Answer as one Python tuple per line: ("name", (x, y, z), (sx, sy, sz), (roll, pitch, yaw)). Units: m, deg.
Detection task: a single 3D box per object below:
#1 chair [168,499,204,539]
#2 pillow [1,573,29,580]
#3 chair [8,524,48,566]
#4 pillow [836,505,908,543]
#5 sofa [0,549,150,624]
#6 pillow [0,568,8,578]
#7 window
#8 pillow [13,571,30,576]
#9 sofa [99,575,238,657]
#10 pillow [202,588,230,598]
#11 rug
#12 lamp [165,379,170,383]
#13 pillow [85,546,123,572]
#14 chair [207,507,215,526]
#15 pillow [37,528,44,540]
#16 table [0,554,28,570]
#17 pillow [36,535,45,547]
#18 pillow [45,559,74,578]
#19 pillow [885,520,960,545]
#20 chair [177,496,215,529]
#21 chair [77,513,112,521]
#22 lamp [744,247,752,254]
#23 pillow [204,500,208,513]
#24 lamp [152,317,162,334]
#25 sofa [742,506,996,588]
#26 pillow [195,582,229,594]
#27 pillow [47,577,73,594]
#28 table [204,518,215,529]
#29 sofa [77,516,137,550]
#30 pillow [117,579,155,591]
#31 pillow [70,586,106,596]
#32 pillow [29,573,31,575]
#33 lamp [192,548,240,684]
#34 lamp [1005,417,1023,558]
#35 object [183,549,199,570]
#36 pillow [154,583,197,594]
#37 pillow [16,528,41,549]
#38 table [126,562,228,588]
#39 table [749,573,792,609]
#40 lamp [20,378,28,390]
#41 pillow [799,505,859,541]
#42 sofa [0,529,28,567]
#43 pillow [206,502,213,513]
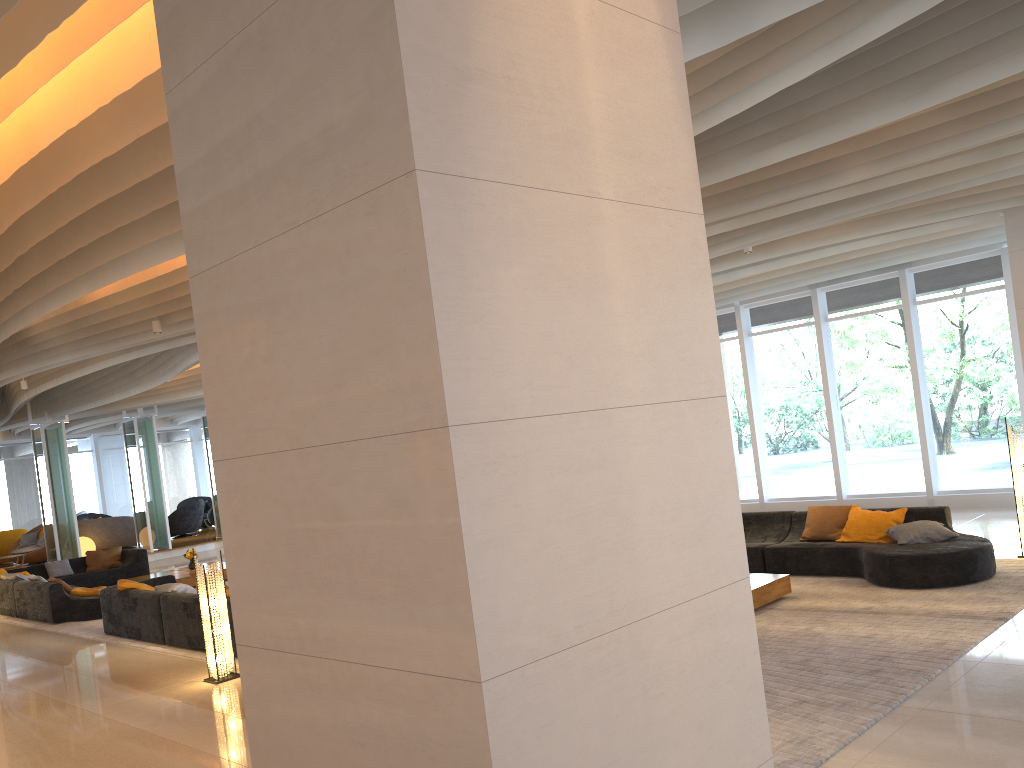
("chair", (-9.267, 3.792, 24.910), (1.127, 1.005, 1.531), (-8, -2, 18))
("pillow", (-7.803, 3.194, 14.252), (0.643, 0.376, 0.554), (-9, -3, 40))
("chair", (-11.759, 3.940, 21.991), (1.500, 1.005, 1.151), (-9, -2, 32))
("pillow", (3.682, 1.452, 9.078), (0.481, 0.402, 0.599), (-6, -3, -38))
("sofa", (-6.831, 3.250, 14.814), (2.865, 0.653, 5.021), (-4, -5, -45))
("pillow", (-9.043, 3.429, 15.636), (0.339, 0.316, 0.412), (-8, -2, 17))
("window", (-0.819, 1.050, 16.376), (54.200, 3.218, 22.281), (-8, -3, 10))
("pillow", (-8.006, 3.228, 14.518), (0.420, 0.335, 0.326), (-8, -2, 10))
("sofa", (-3.547, 2.591, 10.145), (0.955, 0.582, 3.727), (-5, -4, -45))
("pillow", (-2.777, 2.240, 9.150), (0.632, 0.377, 0.553), (-8, -2, 23))
("rug", (-2.202, 2.822, 11.928), (5.591, 0.022, 16.007), (-4, -5, -45))
("lamp", (-6.044, -0.769, 15.310), (0.089, 1.506, 0.089), (-7, 0, 0))
("pillow", (-7.789, 3.339, 16.935), (0.645, 0.377, 0.542), (-6, -2, -23))
("chair", (-8.300, 3.756, 26.402), (1.539, 1.005, 1.121), (-5, -3, -42))
("pillow", (-11.652, 3.799, 22.212), (0.600, 0.422, 0.376), (-8, -2, 23))
("table", (-11.986, 4.256, 20.977), (1.068, 0.318, 0.828), (-9, -3, 26))
("pillow", (-11.451, 3.799, 21.846), (0.470, 0.408, 0.497), (-6, -3, -43))
("pillow", (-8.349, 3.404, 16.344), (0.413, 0.312, 0.318), (-5, -2, -43))
("pillow", (3.968, 1.449, 8.604), (0.585, 0.209, 0.441), (-8, -3, 4))
("chair", (-9.702, 4.019, 27.830), (1.537, 1.005, 1.123), (-6, -2, -33))
("chair", (-11.447, 4.065, 24.799), (1.124, 1.005, 1.536), (-8, -2, 28))
("lamp", (2.503, -2.190, 9.754), (0.089, 1.506, 0.089), (-7, 0, 0))
("pillow", (-9.863, 3.911, 28.029), (0.614, 0.422, 0.367), (-5, -2, -42))
("lamp", (-4.114, -1.324, 10.056), (0.088, 1.506, 0.090), (-7, 0, 36))
("sofa", (3.065, 1.712, 9.600), (1.356, 0.582, 4.131), (-5, -4, -38))
("pillow", (-3.166, 2.340, 9.649), (0.450, 0.409, 0.593), (-6, -3, -43))
("pillow", (-6.568, 2.968, 12.986), (0.333, 0.311, 0.418), (-6, -3, -43))
("table", (-8.894, 4.222, 27.152), (1.095, 0.318, 0.808), (-5, -4, -39))
("sofa", (-10.612, 3.904, 22.980), (2.556, 0.901, 1.113), (-8, -2, 4))
("pillow", (-4.560, 2.574, 10.943), (0.553, 0.377, 0.633), (-6, -3, -23))
("pillow", (-6.170, 3.018, 12.940), (0.412, 0.136, 0.415), (-7, -3, -11))
("pillow", (-8.060, 3.273, 14.678), (0.409, 0.319, 0.332), (-8, -2, 13))
("lamp", (-2.665, 2.052, 7.955), (0.247, 1.198, 0.253), (-7, 0, 45))
("lamp", (5.089, 0.980, 8.786), (0.247, 1.450, 0.253), (-7, 0, 45))
("object", (-5.595, 3.050, 15.485), (0.237, 0.377, 0.264), (-7, -1, -13))
("pillow", (-3.879, 2.513, 10.372), (0.426, 0.377, 0.579), (-6, -3, -43))
("pillow", (-12.050, 3.865, 22.155), (0.619, 0.454, 0.474), (-8, -2, 6))
("table", (-5.555, 3.334, 15.283), (1.623, 0.220, 1.580), (-4, -5, -45))
("table", (1.470, 2.020, 8.221), (1.623, 0.220, 1.580), (-4, -5, -45))
("lamp", (-7.632, -0.659, 13.708), (0.089, 1.506, 0.089), (-7, 0, 0))
("pillow", (3.375, 1.499, 9.469), (0.568, 0.374, 0.375), (-9, -3, 44))
("sofa", (-13.420, 4.220, 22.230), (1.096, 0.900, 2.596), (-9, -3, 35))
("pillow", (-9.439, 3.905, 28.065), (0.508, 0.408, 0.460), (-7, -2, -18))
